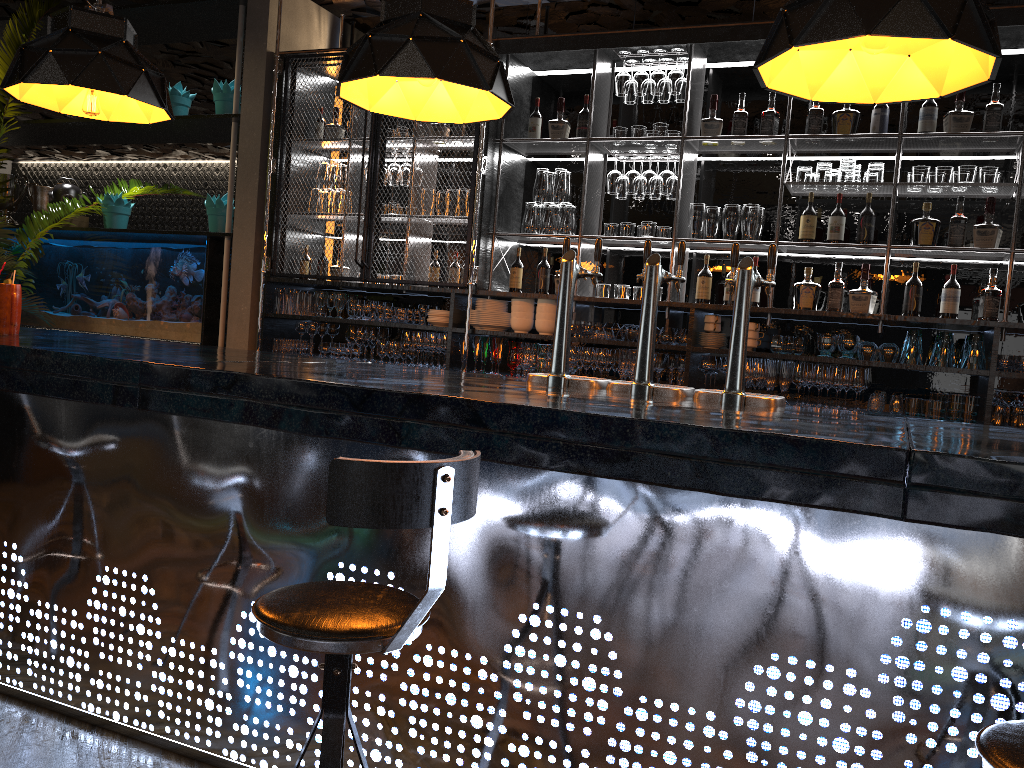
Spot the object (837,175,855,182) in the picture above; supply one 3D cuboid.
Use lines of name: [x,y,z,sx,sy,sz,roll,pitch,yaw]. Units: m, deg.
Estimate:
object: [1.804,-1.136,4.777,0.089,0.092,0.089,5,3,13]

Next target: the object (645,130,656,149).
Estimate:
object: [0.840,-1.468,5.332,0.089,0.092,0.089,7,4,34]

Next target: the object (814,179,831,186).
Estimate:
object: [1.682,-1.124,4.789,0.089,0.092,0.089,4,3,-5]

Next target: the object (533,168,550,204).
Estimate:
object: [0.185,-1.227,5.504,0.105,0.209,0.105,3,3,-22]

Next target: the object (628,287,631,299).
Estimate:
object: [0.681,-0.547,5.431,0.089,0.092,0.089,4,3,-5]

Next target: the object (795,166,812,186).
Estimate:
object: [1.593,-1.134,4.835,0.089,0.092,0.089,2,4,-41]

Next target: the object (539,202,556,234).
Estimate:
object: [0.224,-1.014,5.492,0.105,0.209,0.105,3,3,-22]

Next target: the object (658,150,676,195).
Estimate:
object: [0.894,-1.216,5.107,0.092,0.244,0.092,4,3,-16]

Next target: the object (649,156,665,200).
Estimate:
object: [0.865,-1.230,5.299,0.092,0.244,0.092,4,3,-16]

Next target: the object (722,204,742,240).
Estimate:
object: [1.241,-0.905,5.024,0.105,0.209,0.105,3,3,-22]

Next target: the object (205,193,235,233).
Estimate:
object: [-2.101,-1.224,6.420,0.265,0.325,0.245,6,3,17]

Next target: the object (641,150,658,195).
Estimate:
object: [0.799,-1.226,5.148,0.092,0.244,0.092,4,3,-16]

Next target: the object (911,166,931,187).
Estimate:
object: [2.122,-1.078,4.608,0.089,0.092,0.089,4,3,-5]

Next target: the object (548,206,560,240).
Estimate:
object: [0.261,-1.017,5.595,0.105,0.209,0.105,3,3,-22]

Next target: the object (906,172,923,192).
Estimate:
object: [2.166,-1.084,4.767,0.089,0.092,0.089,3,4,-25]

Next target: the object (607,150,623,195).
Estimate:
object: [0.608,-1.247,5.230,0.092,0.244,0.092,4,3,-16]

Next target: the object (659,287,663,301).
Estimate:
object: [0.838,-0.521,5.202,0.089,0.092,0.089,7,4,34]

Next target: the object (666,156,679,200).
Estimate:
object: [0.960,-1.220,5.258,0.092,0.244,0.092,4,3,-16]

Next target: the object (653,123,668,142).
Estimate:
object: [0.857,-1.455,5.136,0.089,0.092,0.089,4,3,-8]

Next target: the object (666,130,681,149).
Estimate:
object: [0.959,-1.456,5.293,0.089,0.092,0.089,4,3,-8]

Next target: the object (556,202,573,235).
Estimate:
object: [0.325,-1.002,5.436,0.105,0.209,0.105,3,3,-22]

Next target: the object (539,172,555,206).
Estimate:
object: [0.224,-1.230,5.609,0.105,0.209,0.105,3,3,-22]

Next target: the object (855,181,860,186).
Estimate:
object: [1.882,-1.136,4.901,0.089,0.092,0.089,2,4,-41]

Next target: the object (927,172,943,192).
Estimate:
object: [2.260,-1.074,4.733,0.089,0.092,0.089,3,4,-27]

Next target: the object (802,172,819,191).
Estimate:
object: [1.679,-1.135,4.976,0.089,0.092,0.089,4,3,-5]

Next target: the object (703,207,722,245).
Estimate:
object: [1.159,-0.919,5.155,0.105,0.209,0.105,3,3,-22]

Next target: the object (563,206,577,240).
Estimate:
object: [0.357,-1.006,5.543,0.105,0.209,0.105,3,3,-22]

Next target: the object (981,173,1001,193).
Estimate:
object: [2.495,-1.049,4.622,0.089,0.092,0.089,4,3,-2]

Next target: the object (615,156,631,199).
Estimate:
object: [0.674,-1.250,5.382,0.092,0.244,0.092,4,3,-16]

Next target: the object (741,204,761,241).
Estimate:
object: [1.330,-0.894,4.959,0.105,0.209,0.105,3,3,-22]

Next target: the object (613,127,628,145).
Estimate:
object: [0.645,-1.482,5.308,0.089,0.092,0.089,4,3,-8]

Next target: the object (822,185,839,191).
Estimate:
object: [1.774,-1.124,4.921,0.089,0.092,0.089,2,4,-41]

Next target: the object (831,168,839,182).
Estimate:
object: [1.776,-1.144,4.920,0.089,0.092,0.089,2,4,-41]

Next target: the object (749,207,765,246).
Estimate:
object: [1.384,-0.895,5.053,0.105,0.209,0.105,3,3,-22]

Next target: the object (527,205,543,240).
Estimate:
object: [0.152,-1.028,5.651,0.105,0.209,0.105,3,3,-22]

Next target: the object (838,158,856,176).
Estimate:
object: [1.807,-1.162,4.776,0.089,0.092,0.089,6,3,19]

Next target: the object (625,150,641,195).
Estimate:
object: [0.709,-1.236,5.187,0.092,0.244,0.092,4,3,-16]

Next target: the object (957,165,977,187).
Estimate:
object: [2.313,-1.057,4.511,0.089,0.092,0.089,4,3,-13]

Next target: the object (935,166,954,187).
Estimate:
object: [2.227,-1.068,4.575,0.089,0.092,0.089,4,3,-13]

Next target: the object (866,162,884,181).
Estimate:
object: [1.925,-1.119,4.693,0.089,0.092,0.089,5,3,14]

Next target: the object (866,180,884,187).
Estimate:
object: [1.923,-1.099,4.695,0.089,0.092,0.089,2,4,-41]

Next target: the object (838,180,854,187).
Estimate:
object: [1.803,-1.113,4.779,0.089,0.092,0.089,5,3,13]

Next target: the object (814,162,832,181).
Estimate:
object: [1.684,-1.144,4.788,0.089,0.092,0.089,3,4,-25]

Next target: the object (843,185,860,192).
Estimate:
object: [1.880,-1.114,4.902,0.089,0.092,0.089,2,4,-41]

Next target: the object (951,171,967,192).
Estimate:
object: [2.351,-1.062,4.652,0.089,0.092,0.089,6,3,23]

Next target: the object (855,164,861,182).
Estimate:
object: [1.884,-1.162,4.900,0.089,0.092,0.089,2,4,-41]

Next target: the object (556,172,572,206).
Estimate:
object: [0.327,-1.219,5.551,0.105,0.209,0.105,3,3,-22]

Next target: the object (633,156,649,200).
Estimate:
object: [0.774,-1.239,5.338,0.092,0.244,0.092,4,3,-16]

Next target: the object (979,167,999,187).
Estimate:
object: [2.417,-1.049,4.504,0.089,0.092,0.089,3,3,-22]

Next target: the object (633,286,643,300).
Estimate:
object: [0.767,-0.533,5.301,0.089,0.092,0.089,7,4,34]

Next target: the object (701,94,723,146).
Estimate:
object: [1.150,-1.516,5.090,0.123,0.279,0.123,5,3,12]

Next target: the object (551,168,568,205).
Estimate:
object: [0.295,-1.216,5.466,0.105,0.209,0.105,3,3,-22]

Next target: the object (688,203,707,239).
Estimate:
object: [1.056,-0.923,5.074,0.105,0.209,0.105,3,3,-22]

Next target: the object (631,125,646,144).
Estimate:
object: [0.746,-1.470,5.239,0.089,0.092,0.089,4,3,-8]

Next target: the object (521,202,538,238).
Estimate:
object: [0.116,-1.025,5.539,0.105,0.209,0.105,3,3,-22]

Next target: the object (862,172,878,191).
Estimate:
object: [1.957,-1.104,4.832,0.089,0.092,0.089,5,3,13]
